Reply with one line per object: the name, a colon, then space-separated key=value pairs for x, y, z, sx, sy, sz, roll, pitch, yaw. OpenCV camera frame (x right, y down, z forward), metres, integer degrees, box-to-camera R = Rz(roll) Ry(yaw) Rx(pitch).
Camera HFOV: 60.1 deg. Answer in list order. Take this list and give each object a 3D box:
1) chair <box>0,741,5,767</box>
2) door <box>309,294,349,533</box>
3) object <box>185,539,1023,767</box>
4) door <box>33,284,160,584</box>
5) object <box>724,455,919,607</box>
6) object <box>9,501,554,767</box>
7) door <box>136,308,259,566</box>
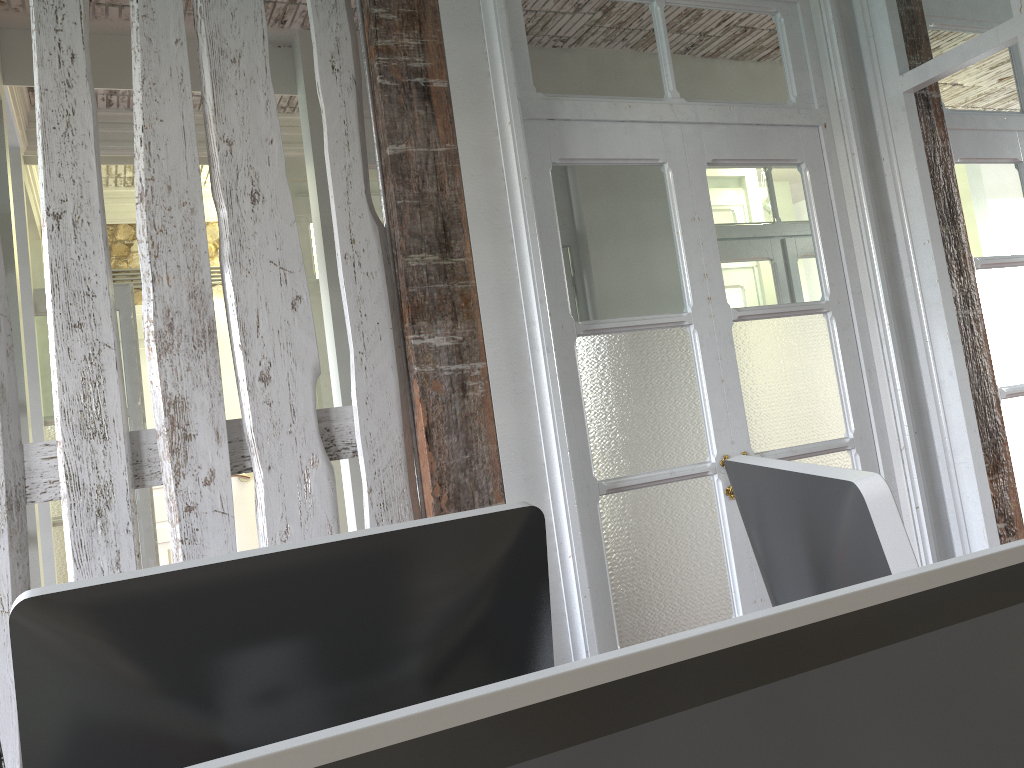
chair: x=-0.841 y=0.961 z=0.993 sx=0.667 sy=1.028 sz=0.694 roll=-5 pitch=-6 yaw=-31
door: x=-0.426 y=0.534 z=4.531 sx=1.079 sy=2.097 sz=0.040 roll=-5 pitch=-6 yaw=-25
object: x=0.106 y=0.324 z=0.279 sx=0.485 sy=0.488 sz=0.188 roll=-6 pitch=-6 yaw=-25
door: x=-2.179 y=0.710 z=4.132 sx=1.180 sy=2.194 sz=0.482 roll=-12 pitch=-7 yaw=39
object: x=0.333 y=0.323 z=0.925 sx=0.189 sy=0.488 sz=0.481 roll=-8 pitch=-4 yaw=0
object: x=-0.161 y=0.386 z=0.803 sx=0.485 sy=0.488 sz=0.188 roll=-6 pitch=-6 yaw=-25
door: x=-1.895 y=0.683 z=5.068 sx=0.870 sy=2.231 sz=0.144 roll=-5 pitch=-6 yaw=-25
